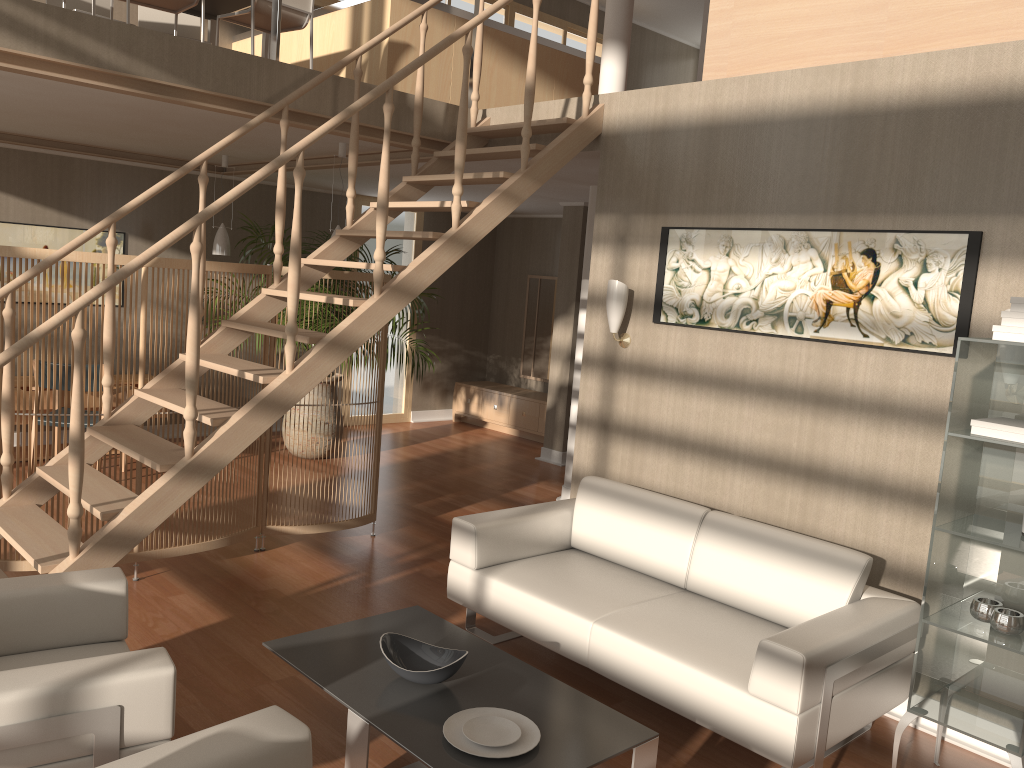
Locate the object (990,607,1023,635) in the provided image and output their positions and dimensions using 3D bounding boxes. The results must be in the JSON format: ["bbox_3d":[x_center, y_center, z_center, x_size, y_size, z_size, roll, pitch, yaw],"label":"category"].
[{"bbox_3d":[1.638,0.786,2.931,0.103,0.066,0.103,2,7,-24],"label":"object"}]

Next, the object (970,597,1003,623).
[{"bbox_3d":[1.621,0.774,3.027,0.103,0.066,0.103,2,7,-24],"label":"object"}]

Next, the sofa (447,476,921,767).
[{"bbox_3d":[0.632,0.922,3.746,0.905,0.740,1.781,-2,9,-43],"label":"sofa"}]

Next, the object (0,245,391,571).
[{"bbox_3d":[-1.613,0.122,4.737,2.229,1.542,0.233,-1,9,-38],"label":"object"}]

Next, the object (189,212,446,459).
[{"bbox_3d":[-1.711,-0.300,7.693,2.109,2.304,2.157,9,8,35],"label":"object"}]

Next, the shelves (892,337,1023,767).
[{"bbox_3d":[1.642,0.660,2.970,0.403,1.600,0.400,-2,9,-43],"label":"shelves"}]

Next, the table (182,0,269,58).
[{"bbox_3d":[-2.545,-2.279,5.620,1.800,0.740,0.900,-2,9,-43],"label":"table"}]

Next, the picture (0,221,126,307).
[{"bbox_3d":[-3.798,-0.962,7.139,1.317,0.633,0.010,-2,9,-43],"label":"picture"}]

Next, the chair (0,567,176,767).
[{"bbox_3d":[-1.522,0.898,2.513,0.905,0.740,0.900,0,8,-33],"label":"chair"}]

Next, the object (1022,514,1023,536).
[{"bbox_3d":[1.742,0.362,2.889,0.129,0.291,0.129,7,7,19],"label":"object"}]

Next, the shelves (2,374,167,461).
[{"bbox_3d":[-3.565,0.270,6.996,1.600,0.590,0.658,-2,9,-43],"label":"shelves"}]

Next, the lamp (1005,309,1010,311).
[{"bbox_3d":[1.855,-0.098,3.262,0.153,0.353,0.112,-2,9,-43],"label":"lamp"}]

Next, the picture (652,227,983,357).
[{"bbox_3d":[1.264,-0.450,3.977,0.018,0.487,1.531,-2,9,-43],"label":"picture"}]

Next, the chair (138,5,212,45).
[{"bbox_3d":[-2.400,-2.381,6.319,0.430,0.796,0.496,0,8,-33],"label":"chair"}]

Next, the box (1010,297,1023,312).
[{"bbox_3d":[1.715,-0.247,2.843,0.168,0.047,0.168,-2,9,-43],"label":"box"}]

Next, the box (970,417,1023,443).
[{"bbox_3d":[1.669,0.155,2.898,0.232,0.047,0.232,-1,9,-38],"label":"box"}]

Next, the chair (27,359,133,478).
[{"bbox_3d":[-3.140,0.245,6.441,0.582,0.856,0.509,4,7,-3],"label":"chair"}]

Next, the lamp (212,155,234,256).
[{"bbox_3d":[-2.347,-1.451,7.210,0.139,0.800,0.139,7,7,21],"label":"lamp"}]

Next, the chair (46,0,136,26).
[{"bbox_3d":[-2.812,-2.367,5.925,0.496,0.796,0.430,10,9,41],"label":"chair"}]

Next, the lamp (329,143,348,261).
[{"bbox_3d":[-1.156,-1.206,5.941,0.139,0.800,0.139,4,7,-8],"label":"lamp"}]

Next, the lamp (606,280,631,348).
[{"bbox_3d":[0.557,-0.365,4.645,0.153,0.353,0.112,-2,9,-43],"label":"lamp"}]

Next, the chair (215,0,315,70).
[{"bbox_3d":[-1.541,-2.218,5.520,0.496,0.796,0.430,10,9,41],"label":"chair"}]

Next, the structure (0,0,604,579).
[{"bbox_3d":[-1.058,-0.695,4.167,3.150,3.578,1.000,-2,9,-43],"label":"structure"}]

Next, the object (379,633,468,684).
[{"bbox_3d":[-0.303,0.943,3.010,0.317,0.125,0.223,7,7,18],"label":"object"}]

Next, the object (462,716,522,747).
[{"bbox_3d":[-0.061,1.053,2.672,0.178,0.020,0.178,4,7,-4],"label":"object"}]

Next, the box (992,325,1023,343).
[{"bbox_3d":[1.709,-0.153,2.853,0.232,0.047,0.232,-2,9,-43],"label":"box"}]

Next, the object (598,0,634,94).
[{"bbox_3d":[0.799,-2.947,6.411,0.200,2.400,0.200,-2,9,-43],"label":"object"}]

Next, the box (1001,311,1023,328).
[{"bbox_3d":[1.713,-0.200,2.850,0.200,0.047,0.200,-2,9,-43],"label":"box"}]

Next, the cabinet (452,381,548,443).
[{"bbox_3d":[0.151,0.327,9.639,0.500,0.458,1.911,-2,9,-43],"label":"cabinet"}]

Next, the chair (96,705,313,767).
[{"bbox_3d":[-0.587,1.077,1.627,0.900,0.740,0.905,10,9,41],"label":"chair"}]

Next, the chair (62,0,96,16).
[{"bbox_3d":[-2.549,-2.212,4.793,0.430,0.796,0.496,-2,9,-43],"label":"chair"}]

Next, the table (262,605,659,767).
[{"bbox_3d":[-0.232,1.159,3.010,0.700,0.293,1.260,-2,9,-43],"label":"table"}]

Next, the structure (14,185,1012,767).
[{"bbox_3d":[0.613,-0.212,5.658,10.775,2.533,8.342,-2,9,-43],"label":"structure"}]

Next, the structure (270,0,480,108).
[{"bbox_3d":[-2.570,-2.362,5.622,3.300,0.900,3.475,-2,9,-43],"label":"structure"}]

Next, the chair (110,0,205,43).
[{"bbox_3d":[-2.092,-2.225,5.211,0.430,0.796,0.496,-1,9,-38],"label":"chair"}]

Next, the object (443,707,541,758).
[{"bbox_3d":[-0.061,1.055,2.672,0.294,0.020,0.294,7,7,18],"label":"object"}]
